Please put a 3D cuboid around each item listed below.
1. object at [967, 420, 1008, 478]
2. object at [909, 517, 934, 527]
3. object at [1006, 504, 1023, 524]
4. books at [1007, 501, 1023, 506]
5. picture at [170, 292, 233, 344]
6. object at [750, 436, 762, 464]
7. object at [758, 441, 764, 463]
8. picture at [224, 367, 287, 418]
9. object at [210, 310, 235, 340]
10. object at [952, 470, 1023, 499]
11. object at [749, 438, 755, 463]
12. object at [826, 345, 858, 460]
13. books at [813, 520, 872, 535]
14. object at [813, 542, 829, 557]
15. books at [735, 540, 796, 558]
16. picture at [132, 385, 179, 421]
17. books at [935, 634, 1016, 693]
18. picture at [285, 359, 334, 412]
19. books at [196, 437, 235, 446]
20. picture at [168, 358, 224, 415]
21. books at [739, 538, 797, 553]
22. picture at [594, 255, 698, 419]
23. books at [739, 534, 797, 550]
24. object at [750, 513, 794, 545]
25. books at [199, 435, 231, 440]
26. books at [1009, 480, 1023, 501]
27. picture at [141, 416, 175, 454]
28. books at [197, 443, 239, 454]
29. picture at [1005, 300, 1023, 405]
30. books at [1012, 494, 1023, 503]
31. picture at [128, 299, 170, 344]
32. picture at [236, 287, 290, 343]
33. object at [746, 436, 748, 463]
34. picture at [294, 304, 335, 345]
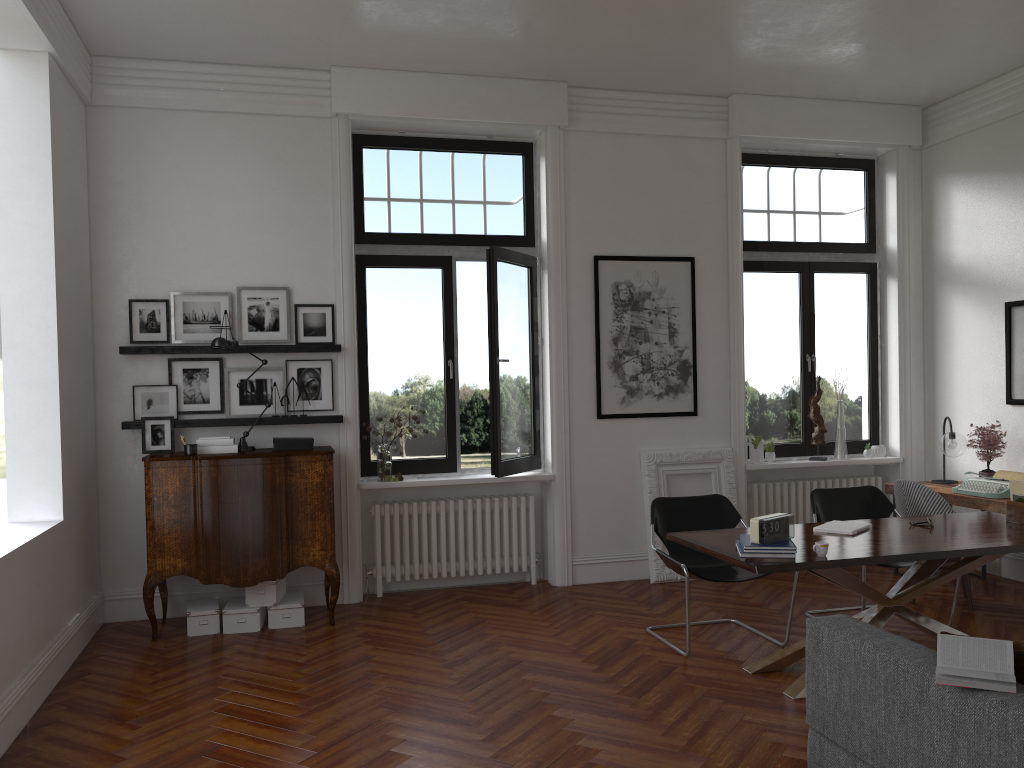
[{"bbox_3d":[3.729,0.543,6.961,0.290,0.529,0.308,-1,1,30],"label":"object"},{"bbox_3d":[2.417,0.808,5.205,0.133,0.047,0.114,-1,0,39],"label":"object"},{"bbox_3d":[3.046,0.733,5.197,0.149,0.166,0.228,-1,0,-15],"label":"object"},{"bbox_3d":[2.991,0.757,5.187,0.028,0.125,0.221,-2,0,-15],"label":"books"},{"bbox_3d":[-2.241,-0.479,6.406,0.415,0.367,0.020,-1,1,-15],"label":"picture"},{"bbox_3d":[2.099,0.565,7.626,0.102,0.244,0.098,-2,1,-37],"label":"object"},{"bbox_3d":[2.161,0.591,7.707,0.051,0.188,0.051,-1,1,20],"label":"object"},{"bbox_3d":[-1.879,0.063,6.509,0.433,0.365,0.020,-1,1,-15],"label":"picture"},{"bbox_3d":[-2.086,-0.403,6.388,0.174,0.260,0.040,-1,1,-15],"label":"object"},{"bbox_3d":[3.561,0.733,6.573,0.484,0.149,0.535,-1,0,-16],"label":"object"},{"bbox_3d":[2.091,0.580,7.713,0.051,0.213,0.051,-1,1,20],"label":"object"},{"bbox_3d":[2.968,0.145,7.870,0.295,1.054,0.289,-1,1,-12],"label":"object"},{"bbox_3d":[1.921,0.833,5.141,0.231,0.026,0.325,-1,0,40],"label":"books"},{"bbox_3d":[1.524,0.817,4.382,0.082,0.065,0.064,-1,1,6],"label":"object"},{"bbox_3d":[1.287,0.842,4.526,0.264,0.027,0.347,-1,0,10],"label":"books"},{"bbox_3d":[-2.537,0.134,6.314,0.299,0.253,0.020,-1,1,-15],"label":"picture"},{"bbox_3d":[1.506,0.900,2.886,0.225,0.096,0.278,-1,0,27],"label":"books"},{"bbox_3d":[-1.507,0.011,6.607,0.343,0.384,0.020,-1,1,-15],"label":"picture"},{"bbox_3d":[-2.051,0.399,6.150,0.239,0.044,0.254,-1,0,-15],"label":"books"},{"bbox_3d":[-2.281,0.015,6.404,0.373,0.406,0.020,-1,1,-15],"label":"picture"},{"bbox_3d":[1.297,0.820,4.515,0.250,0.017,0.344,-1,0,10],"label":"books"},{"bbox_3d":[1.105,-0.385,7.289,0.882,1.324,0.035,-1,1,-15],"label":"picture"},{"bbox_3d":[1.297,0.803,4.515,0.250,0.017,0.344,-1,0,10],"label":"books"},{"bbox_3d":[1.321,0.733,4.493,0.275,0.125,0.082,-1,1,-41],"label":"object"},{"bbox_3d":[-2.050,0.370,6.128,0.200,0.014,0.179,-1,0,-15],"label":"books"},{"bbox_3d":[3.069,0.699,5.230,0.043,0.239,0.310,-2,0,-15],"label":"books"},{"bbox_3d":[-2.473,0.357,6.197,0.213,0.257,0.020,-1,1,-15],"label":"picture"},{"bbox_3d":[-2.050,0.450,6.145,0.294,0.057,0.229,-1,0,-15],"label":"books"},{"bbox_3d":[4.020,-0.245,6.743,0.050,0.816,0.634,-2,1,-15],"label":"picture"},{"bbox_3d":[3.024,0.734,5.239,0.041,0.157,0.128,-2,1,-15],"label":"books"},{"bbox_3d":[-2.584,-0.445,6.318,0.267,0.315,0.020,-1,1,-15],"label":"picture"},{"bbox_3d":[-1.825,-0.508,6.514,0.369,0.409,0.020,-1,1,-15],"label":"picture"},{"bbox_3d":[2.022,0.569,7.715,0.051,0.238,0.051,-1,1,20],"label":"object"},{"bbox_3d":[-1.470,-0.442,6.607,0.289,0.303,0.020,-1,1,-15],"label":"picture"}]
